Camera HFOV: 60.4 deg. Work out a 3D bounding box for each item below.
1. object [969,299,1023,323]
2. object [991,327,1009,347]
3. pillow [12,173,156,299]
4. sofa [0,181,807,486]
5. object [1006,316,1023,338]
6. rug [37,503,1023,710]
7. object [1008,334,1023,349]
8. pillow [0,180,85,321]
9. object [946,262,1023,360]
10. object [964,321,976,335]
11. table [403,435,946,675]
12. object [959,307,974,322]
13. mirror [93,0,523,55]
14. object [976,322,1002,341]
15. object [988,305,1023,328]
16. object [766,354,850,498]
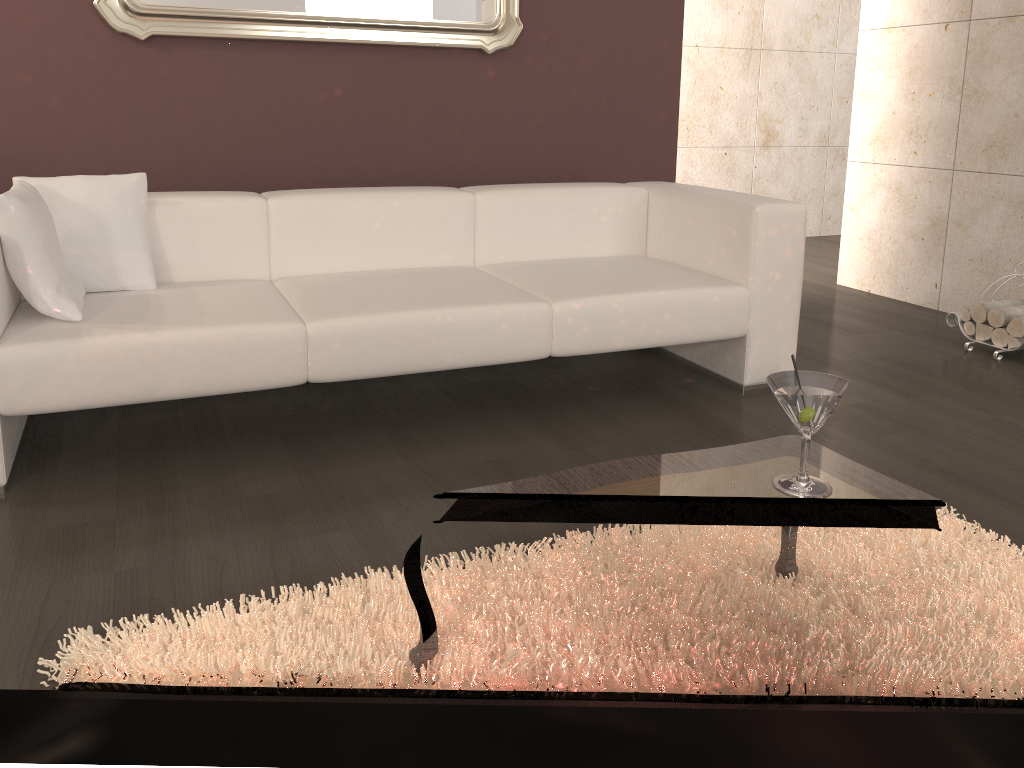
[{"bbox_3d":[2.050,-0.309,3.709,0.252,0.080,0.083,-7,16,-23],"label":"object"},{"bbox_3d":[2.096,-0.203,3.621,0.252,0.075,0.081,-7,16,-23],"label":"object"},{"bbox_3d":[-1.311,-0.462,2.711,0.378,0.353,0.173,-6,14,-25],"label":"pillow"},{"bbox_3d":[-0.399,-0.310,2.994,2.792,0.635,0.966,-7,17,-23],"label":"sofa"},{"bbox_3d":[2.126,-0.239,3.555,0.263,0.077,0.082,-7,16,-23],"label":"object"},{"bbox_3d":[0.352,0.566,1.301,2.005,0.066,1.546,-7,19,-22],"label":"rug"},{"bbox_3d":[2.117,-0.175,3.560,0.244,0.058,0.062,-7,16,-23],"label":"object"},{"bbox_3d":[-1.297,-0.372,2.431,0.186,0.349,0.385,-5,16,-24],"label":"pillow"},{"bbox_3d":[2.142,-0.322,3.657,0.504,0.371,0.441,-6,16,-23],"label":"object"},{"bbox_3d":[2.037,-0.248,3.751,0.252,0.056,0.058,-7,16,-23],"label":"object"},{"bbox_3d":[0.362,0.420,1.293,0.917,0.295,0.926,-7,19,-24],"label":"table"},{"bbox_3d":[2.026,-0.307,3.767,0.252,0.056,0.058,-7,16,-23],"label":"object"},{"bbox_3d":[-0.766,-1.807,3.632,1.789,0.804,0.048,-6,13,-23],"label":"mirror"},{"bbox_3d":[2.079,-0.227,3.697,0.277,0.072,0.084,-7,17,-23],"label":"object"},{"bbox_3d":[2.086,-0.281,3.632,0.252,0.075,0.081,-7,16,-23],"label":"object"},{"bbox_3d":[0.517,0.078,1.542,0.153,0.211,0.153,13,18,41],"label":"object"}]
